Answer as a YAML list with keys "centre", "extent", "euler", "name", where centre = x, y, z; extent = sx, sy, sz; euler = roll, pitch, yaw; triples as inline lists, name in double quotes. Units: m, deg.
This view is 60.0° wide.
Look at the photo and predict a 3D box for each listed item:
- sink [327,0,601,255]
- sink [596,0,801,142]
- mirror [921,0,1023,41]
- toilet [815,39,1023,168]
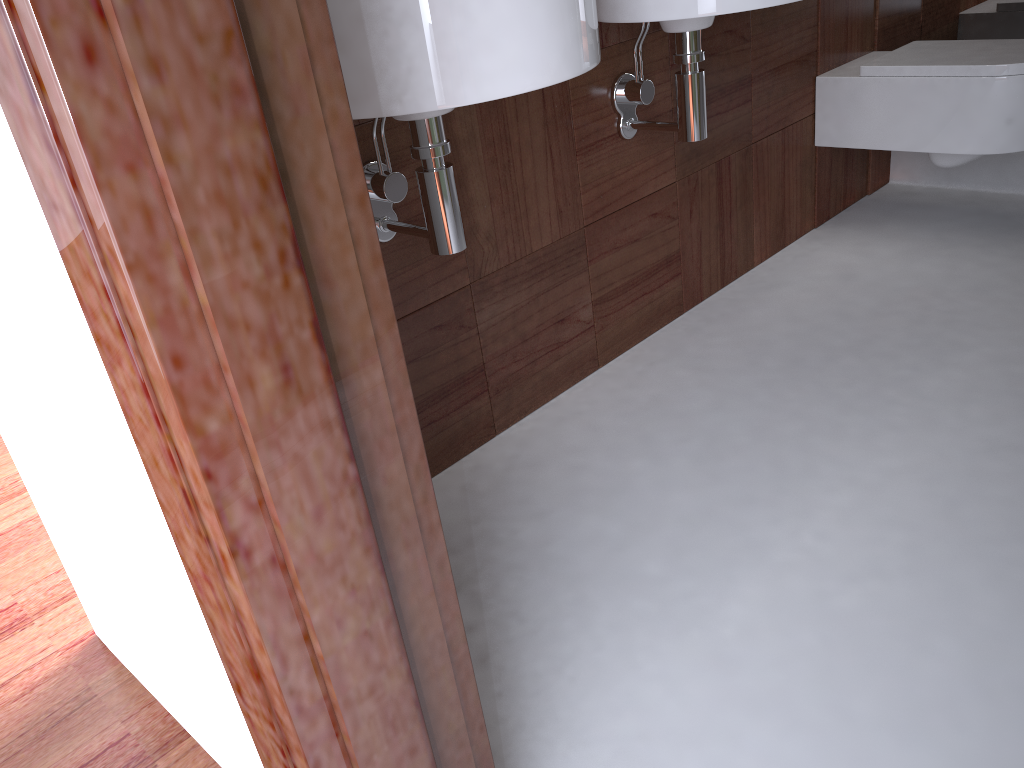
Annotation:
- centre: [-0.107, -0.491, 1.110]
  extent: [0.417, 0.715, 0.415]
  euler: [18, 38, 41]
  name: "sink"
- centre: [0.328, -0.757, 1.484]
  extent: [0.417, 0.715, 0.415]
  euler: [18, 38, 41]
  name: "sink"
- centre: [1.616, -1.594, 1.784]
  extent: [1.433, 2.183, 0.019]
  euler: [18, 38, 41]
  name: "mirror"
- centre: [1.098, -0.687, 2.233]
  extent: [0.547, 0.284, 0.329]
  euler: [18, 38, 41]
  name: "toilet"
